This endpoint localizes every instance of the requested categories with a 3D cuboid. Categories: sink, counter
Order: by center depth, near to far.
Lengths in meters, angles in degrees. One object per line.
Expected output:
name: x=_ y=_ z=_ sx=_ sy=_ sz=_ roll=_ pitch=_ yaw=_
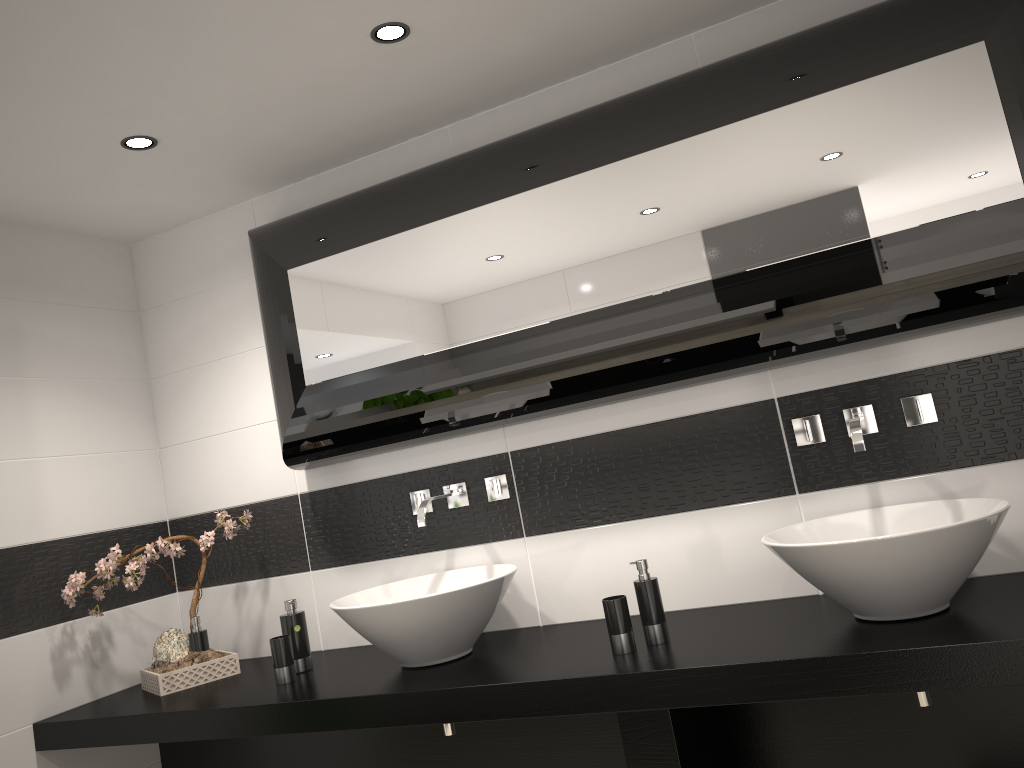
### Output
sink: x=0.899 y=0.429 z=2.107 sx=0.559 sy=0.213 sz=0.557 roll=-11 pitch=-6 yaw=3
counter: x=0.343 y=0.713 z=2.326 sx=3.833 sy=0.084 sz=0.654 roll=-13 pitch=-6 yaw=23
sink: x=-0.240 y=0.698 z=2.614 sx=0.560 sy=0.213 sz=0.556 roll=-8 pitch=-6 yaw=-23

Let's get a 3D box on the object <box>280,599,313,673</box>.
object: x=-0.692 y=0.803 z=2.833 sx=0.079 sy=0.221 sz=0.079 roll=-13 pitch=-7 yaw=14

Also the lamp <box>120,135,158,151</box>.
lamp: x=-1.137 y=-0.735 z=2.703 sx=0.105 sy=0.004 sz=0.106 roll=-15 pitch=-7 yaw=39

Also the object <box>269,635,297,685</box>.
object: x=-0.694 y=0.836 z=2.690 sx=0.063 sy=0.134 sz=0.062 roll=-7 pitch=-8 yaw=-31

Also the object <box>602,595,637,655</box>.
object: x=0.270 y=0.606 z=2.233 sx=0.063 sy=0.134 sz=0.062 roll=-7 pitch=-8 yaw=-31

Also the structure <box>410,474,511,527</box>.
structure: x=-0.225 y=0.381 z=2.820 sx=0.366 sy=0.108 sz=0.259 roll=-13 pitch=-6 yaw=24

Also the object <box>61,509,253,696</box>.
object: x=-1.185 y=0.749 z=3.036 sx=0.629 sy=0.563 sz=0.259 roll=-6 pitch=-8 yaw=-36

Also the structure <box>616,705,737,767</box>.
structure: x=0.459 y=1.109 z=2.155 sx=0.125 sy=0.765 sz=0.464 roll=-14 pitch=-8 yaw=24

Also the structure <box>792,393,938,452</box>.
structure: x=0.912 y=0.113 z=2.314 sx=0.366 sy=0.108 sz=0.259 roll=-13 pitch=-6 yaw=24

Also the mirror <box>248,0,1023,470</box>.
mirror: x=0.280 y=-0.406 z=2.623 sx=2.606 sy=0.905 sz=0.258 roll=-13 pitch=-8 yaw=23

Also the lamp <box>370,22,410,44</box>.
lamp: x=-0.321 y=-0.927 z=2.340 sx=0.105 sy=0.004 sz=0.105 roll=-12 pitch=-6 yaw=9

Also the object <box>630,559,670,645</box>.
object: x=0.353 y=0.556 z=2.273 sx=0.063 sy=0.209 sz=0.063 roll=-11 pitch=-7 yaw=4
